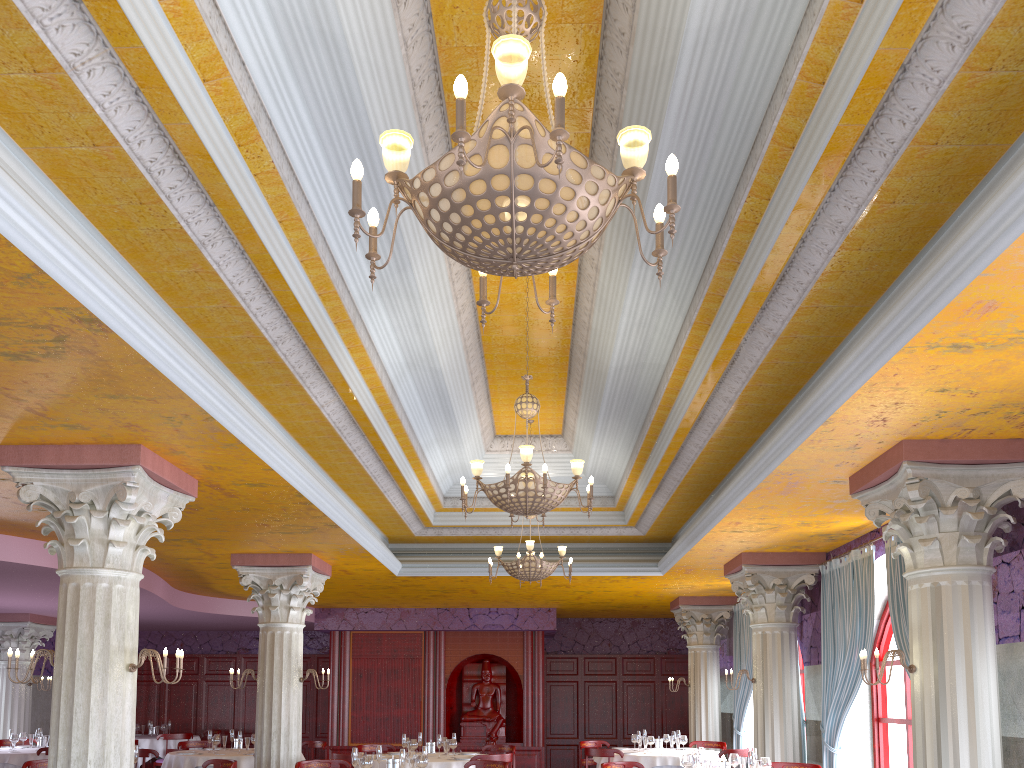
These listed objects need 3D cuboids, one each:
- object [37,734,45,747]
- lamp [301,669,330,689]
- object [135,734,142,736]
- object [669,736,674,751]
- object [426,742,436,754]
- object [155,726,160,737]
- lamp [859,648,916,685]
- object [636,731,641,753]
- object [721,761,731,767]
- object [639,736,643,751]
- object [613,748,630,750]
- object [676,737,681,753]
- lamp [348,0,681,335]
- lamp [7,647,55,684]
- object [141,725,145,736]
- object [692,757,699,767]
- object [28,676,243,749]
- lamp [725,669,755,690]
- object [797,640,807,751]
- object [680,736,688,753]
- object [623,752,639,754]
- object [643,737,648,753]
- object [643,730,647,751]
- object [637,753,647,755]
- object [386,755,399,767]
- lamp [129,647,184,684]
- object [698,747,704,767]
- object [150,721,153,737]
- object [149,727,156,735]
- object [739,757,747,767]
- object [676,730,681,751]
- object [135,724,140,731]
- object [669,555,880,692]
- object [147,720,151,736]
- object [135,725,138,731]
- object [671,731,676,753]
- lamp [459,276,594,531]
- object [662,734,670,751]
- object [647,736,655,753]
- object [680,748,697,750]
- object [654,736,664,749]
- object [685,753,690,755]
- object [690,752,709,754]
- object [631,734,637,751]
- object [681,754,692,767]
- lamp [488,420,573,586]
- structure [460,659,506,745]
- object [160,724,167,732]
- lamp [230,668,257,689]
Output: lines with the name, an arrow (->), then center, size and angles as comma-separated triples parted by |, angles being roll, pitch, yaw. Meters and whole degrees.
object -> -7.606, 5.770, 13.871 | 0.145, 0.204, 0.074 | 4, -8, -18
lamp -> -2.589, 3.884, 11.282 | 0.382, 0.263, 0.357 | 3, -15, -11
object -> -8.246, 7.701, 18.800 | 0.315, 0.023, 0.329 | 7, -21, -17
object -> 2.574, 5.794, 13.804 | 0.086, 0.229, 0.088 | -4, -8, 26
object -> -1.176, 5.249, 12.408 | 0.145, 0.204, 0.074 | 4, -8, -18
object -> -7.457, 7.308, 18.008 | 0.086, 0.229, 0.088 | 3, -8, -18
lamp -> 2.825, 2.142, 6.478 | 0.382, 0.263, 0.357 | 3, -15, -11
object -> 1.978, 5.589, 13.381 | 0.075, 0.324, 0.075 | -5, -8, 38
object -> 2.203, 3.965, 8.871 | 0.145, 0.204, 0.074 | 4, -8, -18
object -> 2.064, 5.790, 13.796 | 0.086, 0.229, 0.088 | 3, -8, -18
object -> 1.793, 6.001, 14.088 | 0.313, 0.023, 0.331 | 0, -20, 2
object -> 2.582, 5.609, 13.297 | 0.086, 0.229, 0.088 | 3, -8, -18
lamp -> 0.011, -1.405, 2.956 | 0.976, 2.099, 0.978 | 8, -11, -43
lamp -> -3.674, 2.195, 6.660 | 0.382, 0.263, 0.357 | 3, -15, -11
object -> -7.975, 7.489, 18.507 | 0.086, 0.229, 0.088 | 3, -8, -18
object -> 1.931, 4.051, 9.034 | 0.086, 0.229, 0.089 | 0, -8, 4
object -> -6.631, 5.659, 14.909 | 5.745, 1.149, 0.362 | -11, -12, 29
lamp -> 2.957, 3.860, 11.184 | 0.382, 0.263, 0.357 | 3, -15, -11
object -> 4.569, 4.687, 13.489 | 0.160, 2.437, 3.761 | 0, -16, 2
object -> 2.678, 5.620, 13.365 | 0.122, 0.255, 0.127 | -2, -9, 15
object -> 1.768, 5.608, 13.009 | 0.313, 0.023, 0.331 | 0, -20, 2
object -> 2.072, 5.605, 13.289 | 0.086, 0.229, 0.088 | 3, -8, -18
object -> 2.152, 5.777, 13.894 | 0.075, 0.324, 0.075 | -5, -8, 38
object -> 1.938, 5.564, 12.882 | 0.263, 0.019, 0.056 | 16, -24, -38
object -> -1.268, 4.044, 9.105 | 0.145, 0.204, 0.074 | 4, -8, -18
lamp -> -2.723, 2.150, 6.529 | 0.382, 0.263, 0.357 | 3, -15, -11
object -> 2.019, 4.039, 9.132 | 0.074, 0.324, 0.075 | 4, -7, -29
object -> -7.545, 7.226, 17.919 | 0.074, 0.324, 0.076 | 1, -6, -7
object -> -7.702, 7.403, 18.344 | 0.145, 0.204, 0.074 | 4, -8, -18
object -> 2.440, 4.055, 9.042 | 0.086, 0.229, 0.088 | -4, -8, 26
object -> 2.668, 5.715, 13.721 | 0.075, 0.324, 0.075 | -5, -8, 38
object -> -8.071, 7.452, 18.442 | 0.124, 0.255, 0.125 | -6, -11, 37
object -> 3.668, 2.223, 6.053 | 2.093, 3.438, 30.806 | 0, -20, 2
object -> -7.887, 7.476, 18.606 | 0.074, 0.324, 0.076 | 1, -6, -7
object -> -7.899, 7.256, 17.906 | 0.124, 0.255, 0.125 | -6, -11, 37
object -> 2.494, 5.527, 13.207 | 0.075, 0.324, 0.075 | -5, -8, 38
lamp -> 0.123, 0.049, 6.939 | 0.976, 2.099, 0.978 | 8, -11, -43
object -> 2.506, 5.816, 13.901 | 0.122, 0.255, 0.127 | 1, -9, -7
object -> 2.140, 5.557, 13.194 | 0.123, 0.255, 0.126 | 5, -10, -29
object -> 2.877, 5.995, 14.063 | 0.313, 0.023, 0.331 | 0, -20, 2
object -> 2.337, 5.704, 13.633 | 0.145, 0.204, 0.074 | 4, -8, -18
object -> 2.704, 5.566, 12.874 | 0.028, 0.013, 0.239 | 15, -25, -39
object -> 2.852, 5.601, 12.984 | 0.313, 0.023, 0.331 | 0, -20, 2
object -> 1.968, 5.752, 13.730 | 0.122, 0.255, 0.127 | -2, -9, 15
object -> 1.835, 4.014, 8.968 | 0.122, 0.255, 0.127 | -2, -9, 15
lamp -> 0.232, 1.479, 10.857 | 0.976, 2.099, 0.978 | 8, -11, -43
structure -> -0.614, 6.669, 17.959 | 0.964, 1.782, 0.665 | 0, -7, 2
object -> -7.361, 7.320, 18.076 | 0.122, 0.255, 0.127 | -2, -9, 15
lamp -> -3.542, 3.913, 11.366 | 0.382, 0.263, 0.357 | 3, -15, -11
